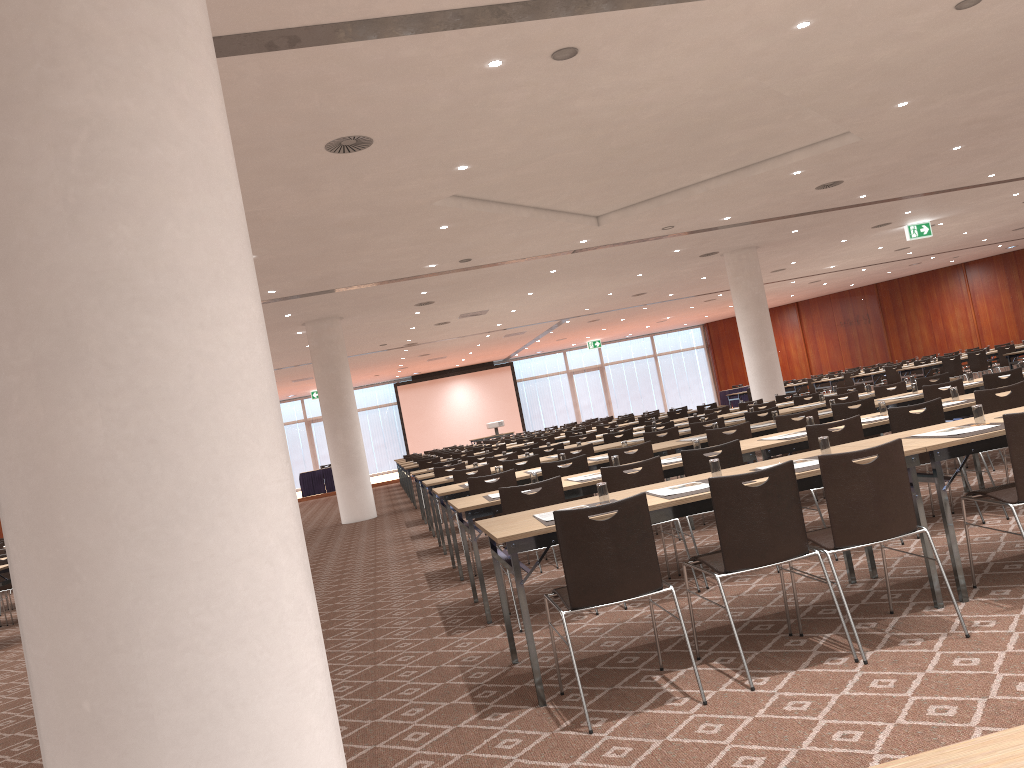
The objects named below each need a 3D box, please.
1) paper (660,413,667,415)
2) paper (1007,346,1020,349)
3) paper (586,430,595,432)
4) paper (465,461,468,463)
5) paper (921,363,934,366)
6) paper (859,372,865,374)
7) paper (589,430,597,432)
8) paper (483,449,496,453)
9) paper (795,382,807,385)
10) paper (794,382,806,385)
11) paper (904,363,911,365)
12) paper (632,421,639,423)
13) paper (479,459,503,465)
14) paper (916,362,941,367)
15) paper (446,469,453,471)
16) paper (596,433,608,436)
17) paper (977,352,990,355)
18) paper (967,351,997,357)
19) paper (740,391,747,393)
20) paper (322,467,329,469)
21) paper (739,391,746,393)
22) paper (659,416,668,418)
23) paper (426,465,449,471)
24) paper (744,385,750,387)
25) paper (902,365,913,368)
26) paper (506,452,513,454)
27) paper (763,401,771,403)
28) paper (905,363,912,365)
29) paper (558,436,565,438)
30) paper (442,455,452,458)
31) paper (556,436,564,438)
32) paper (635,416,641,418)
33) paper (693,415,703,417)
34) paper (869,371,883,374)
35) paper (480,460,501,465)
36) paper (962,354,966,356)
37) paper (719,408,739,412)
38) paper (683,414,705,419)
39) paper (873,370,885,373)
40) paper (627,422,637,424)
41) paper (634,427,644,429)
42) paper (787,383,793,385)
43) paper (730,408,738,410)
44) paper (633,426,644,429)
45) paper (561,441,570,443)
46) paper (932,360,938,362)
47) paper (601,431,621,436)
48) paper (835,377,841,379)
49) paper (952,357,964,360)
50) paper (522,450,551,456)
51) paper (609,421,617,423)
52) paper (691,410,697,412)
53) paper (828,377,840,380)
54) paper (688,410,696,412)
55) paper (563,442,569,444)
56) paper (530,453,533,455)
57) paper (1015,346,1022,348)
[{"bbox_3d":[3.620,0.697,20.891,0.283,0.006,0.398,-10,-2,-10],"label":"paper"},{"bbox_3d":[11.482,-0.844,20.179,0.283,0.006,0.398,-10,-2,-10],"label":"paper"},{"bbox_3d":[1.723,0.966,18.548,0.283,0.006,0.398,-10,-2,-10],"label":"paper"},{"bbox_3d":[-0.555,1.246,14.578,0.460,0.003,0.566,-10,-2,-11],"label":"paper"},{"bbox_3d":[9.285,-0.438,19.791,0.283,0.006,0.398,-11,-2,-8],"label":"paper"},{"bbox_3d":[9.316,-0.278,23.856,0.283,0.006,0.398,-10,-2,-13],"label":"paper"},{"bbox_3d":[1.759,0.960,18.479,0.460,0.003,0.566,-11,-2,-8],"label":"paper"},{"bbox_3d":[-0.429,1.367,18.134,0.460,0.003,0.566,-11,-2,-8],"label":"paper"},{"bbox_3d":[8.418,-0.028,25.644,0.460,0.003,0.566,-10,-2,-11],"label":"paper"},{"bbox_3d":[8.364,-0.019,25.727,0.283,0.006,0.398,-10,-2,-10],"label":"paper"},{"bbox_3d":[10.877,-0.568,24.108,0.283,0.006,0.398,-11,-2,-8],"label":"paper"},{"bbox_3d":[2.644,0.796,18.713,0.283,0.006,0.398,-11,-2,-7],"label":"paper"},{"bbox_3d":[-0.223,1.102,12.608,0.460,0.003,0.566,-10,-2,-10],"label":"paper"},{"bbox_3d":[9.352,-0.448,19.752,0.460,0.003,0.566,-11,-2,-8],"label":"paper"},{"bbox_3d":[-0.910,1.228,12.563,0.283,0.006,0.398,-11,-2,-7],"label":"paper"},{"bbox_3d":[1.600,0.845,15.001,0.283,0.006,0.398,-10,-2,-10],"label":"paper"},{"bbox_3d":[10.529,-0.669,19.980,0.283,0.006,0.398,-11,-2,-9],"label":"paper"},{"bbox_3d":[10.626,-0.684,19.972,0.460,0.003,0.566,-11,-2,-8],"label":"paper"},{"bbox_3d":[7.825,0.248,29.615,0.460,0.003,0.566,-11,-2,-7],"label":"paper"},{"bbox_3d":[-6.477,2.919,30.864,0.460,0.003,0.566,-11,-2,-9],"label":"paper"},{"bbox_3d":[7.785,0.253,29.652,0.283,0.006,0.398,-10,-2,-10],"label":"paper"},{"bbox_3d":[3.321,0.671,18.744,0.460,0.003,0.566,-11,-2,-8],"label":"paper"},{"bbox_3d":[-1.164,1.358,14.457,0.460,0.003,0.566,-11,-2,-8],"label":"paper"},{"bbox_3d":[8.788,0.079,33.312,0.283,0.006,0.398,-11,-2,-9],"label":"paper"},{"bbox_3d":[9.664,-0.424,21.817,0.460,0.003,0.566,-10,-2,-12],"label":"paper"},{"bbox_3d":[0.039,1.134,14.729,0.283,0.006,0.398,-11,-2,-9],"label":"paper"},{"bbox_3d":[4.435,0.318,15.442,0.283,0.006,0.398,-10,-2,-11],"label":"paper"},{"bbox_3d":[10.955,-0.581,24.046,0.460,0.003,0.566,-10,-2,-12],"label":"paper"},{"bbox_3d":[1.124,1.079,18.404,0.460,0.003,0.566,-10,-2,-10],"label":"paper"},{"bbox_3d":[-1.441,1.636,20.056,0.283,0.006,0.398,-11,-2,-9],"label":"paper"},{"bbox_3d":[1.091,1.083,18.435,0.283,0.006,0.398,-10,-2,-11],"label":"paper"},{"bbox_3d":[3.319,0.835,22.864,0.283,0.006,0.398,-10,-2,-11],"label":"paper"},{"bbox_3d":[3.160,0.555,15.251,0.283,0.006,0.398,-11,-2,-9],"label":"paper"},{"bbox_3d":[9.025,-0.306,21.704,0.460,0.003,0.566,-10,-2,-12],"label":"paper"},{"bbox_3d":[-0.318,1.118,12.656,0.283,0.006,0.398,-11,-2,-9],"label":"paper"},{"bbox_3d":[11.258,-0.720,22.069,0.460,0.003,0.566,-11,-2,-8],"label":"paper"},{"bbox_3d":[3.874,0.423,15.285,0.460,0.003,0.566,-11,-2,-6],"label":"paper"},{"bbox_3d":[3.247,0.540,15.202,0.460,0.003,0.566,-11,-2,-8],"label":"paper"},{"bbox_3d":[8.998,-0.301,21.799,0.283,0.006,0.398,-11,-2,-8],"label":"paper"},{"bbox_3d":[2.728,0.781,18.666,0.460,0.003,0.566,-11,-2,-9],"label":"paper"},{"bbox_3d":[2.318,0.712,15.034,0.460,0.003,0.566,-11,-2,-8],"label":"paper"},{"bbox_3d":[8.693,0.002,27.789,0.283,0.006,0.398,-10,-2,-11],"label":"paper"},{"bbox_3d":[3.787,0.439,15.365,0.283,0.006,0.398,-11,-2,-7],"label":"paper"},{"bbox_3d":[2.227,0.729,15.109,0.283,0.006,0.398,-11,-2,-8],"label":"paper"},{"bbox_3d":[0.969,0.961,14.884,0.283,0.006,0.398,-11,-2,-9],"label":"paper"},{"bbox_3d":[10.311,-0.543,21.944,0.460,0.003,0.566,-11,-2,-9],"label":"paper"},{"bbox_3d":[1.674,0.833,14.952,0.460,0.003,0.566,-10,-2,-10],"label":"paper"},{"bbox_3d":[8.750,-0.172,23.690,0.460,0.003,0.566,-11,-2,-8],"label":"paper"},{"bbox_3d":[9.937,-0.558,19.920,0.283,0.006,0.398,-11,-2,-6],"label":"paper"},{"bbox_3d":[0.386,0.988,12.695,0.460,0.003,0.566,-10,-2,-13],"label":"paper"},{"bbox_3d":[2.734,0.945,22.694,0.460,0.003,0.566,-11,-2,-8],"label":"paper"},{"bbox_3d":[3.970,0.550,18.860,0.460,0.003,0.566,-10,-2,-13],"label":"paper"},{"bbox_3d":[8.663,-0.157,23.748,0.283,0.006,0.398,-10,-2,-10],"label":"paper"},{"bbox_3d":[3.895,0.562,18.897,0.283,0.006,0.398,-10,-2,-10],"label":"paper"},{"bbox_3d":[1.034,0.951,14.830,0.460,0.003,0.566,-11,-2,-6],"label":"paper"},{"bbox_3d":[0.327,0.998,12.758,0.283,0.006,0.398,-11,-2,-9],"label":"paper"},{"bbox_3d":[11.550,-0.857,20.105,0.460,0.003,0.566,-10,-2,-12],"label":"paper"}]
